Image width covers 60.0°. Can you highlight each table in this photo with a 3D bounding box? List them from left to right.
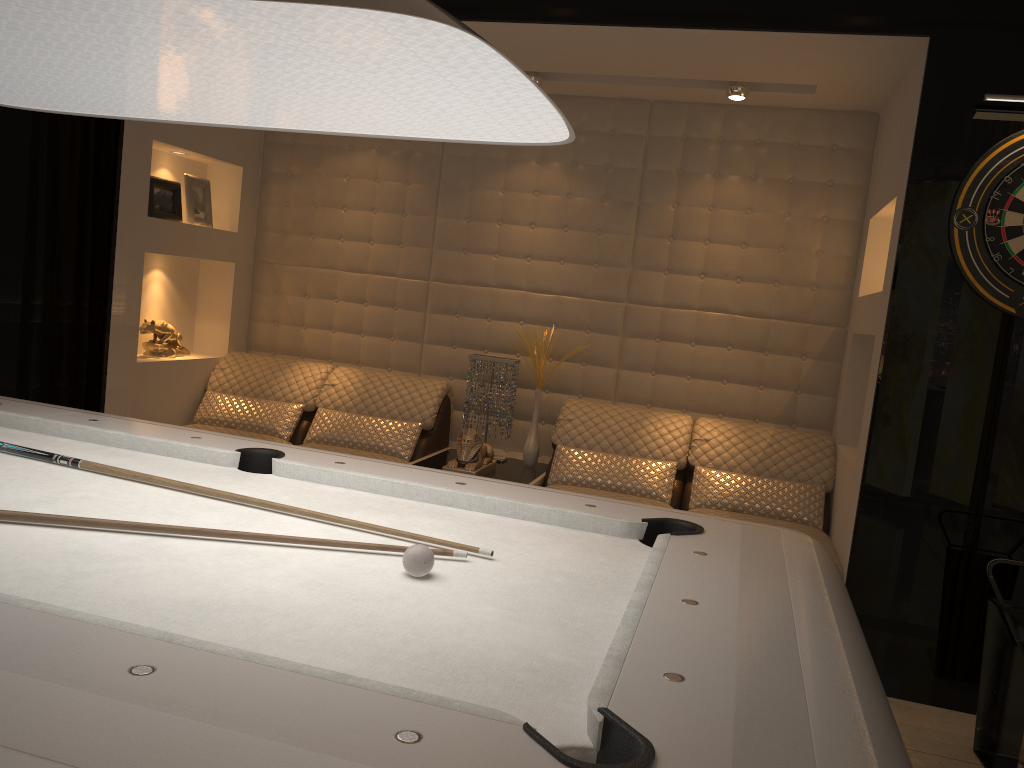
[{"bbox_3d":[-0.201,0.632,4.175,0.608,0.457,1.143,8,6,14],"label":"table"}]

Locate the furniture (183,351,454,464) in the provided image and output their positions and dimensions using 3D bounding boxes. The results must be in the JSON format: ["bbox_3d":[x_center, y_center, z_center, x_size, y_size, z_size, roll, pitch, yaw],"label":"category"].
[{"bbox_3d":[-1.094,0.327,4.398,1.312,0.810,1.107,8,6,14],"label":"furniture"}]

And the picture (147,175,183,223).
[{"bbox_3d":[-1.713,-0.899,4.333,0.090,0.209,0.264,8,6,14],"label":"picture"}]

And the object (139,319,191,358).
[{"bbox_3d":[-1.788,-0.232,4.593,0.124,0.202,0.409,8,6,18],"label":"object"}]

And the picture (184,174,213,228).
[{"bbox_3d":[-1.635,-0.943,4.603,0.094,0.262,0.211,8,6,14],"label":"picture"}]

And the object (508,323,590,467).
[{"bbox_3d":[0.156,0.067,4.367,0.390,0.718,0.388,7,6,6],"label":"object"}]

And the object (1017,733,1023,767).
[{"bbox_3d":[1.634,0.411,2.616,0.027,1.605,0.026,2,7,-37],"label":"object"}]

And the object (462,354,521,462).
[{"bbox_3d":[-0.117,0.116,4.496,0.247,0.522,0.124,8,6,14],"label":"object"}]

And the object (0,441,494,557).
[{"bbox_3d":[-0.787,0.216,1.976,1.605,0.026,0.028,8,6,19],"label":"object"}]

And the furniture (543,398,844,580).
[{"bbox_3d":[0.737,0.583,3.927,1.312,0.810,1.107,8,6,14],"label":"furniture"}]

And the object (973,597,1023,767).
[{"bbox_3d":[1.566,0.955,2.651,0.261,0.508,0.325,8,6,14],"label":"object"}]

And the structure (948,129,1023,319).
[{"bbox_3d":[1.827,-0.539,2.966,0.669,0.669,0.048,8,6,14],"label":"structure"}]

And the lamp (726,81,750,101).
[{"bbox_3d":[1.013,-1.336,3.966,0.107,0.127,0.107,6,6,-4],"label":"lamp"}]

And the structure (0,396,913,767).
[{"bbox_3d":[-0.828,0.610,1.761,2.912,0.812,1.659,8,6,14],"label":"structure"}]

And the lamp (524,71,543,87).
[{"bbox_3d":[0.095,-1.464,4.203,0.107,0.127,0.107,6,6,-4],"label":"lamp"}]

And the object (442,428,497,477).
[{"bbox_3d":[-0.184,0.303,4.086,0.155,0.217,0.344,8,6,14],"label":"object"}]

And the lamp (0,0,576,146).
[{"bbox_3d":[-0.634,-1.066,1.615,1.578,0.995,0.939,8,6,14],"label":"lamp"}]

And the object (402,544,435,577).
[{"bbox_3d":[-0.165,0.312,1.569,0.057,0.057,0.057,5,6,-16],"label":"object"}]

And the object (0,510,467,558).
[{"bbox_3d":[-0.879,0.241,1.605,1.605,0.026,0.028,6,6,-6],"label":"object"}]

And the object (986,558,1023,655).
[{"bbox_3d":[1.618,0.703,2.718,0.330,0.297,0.032,8,6,14],"label":"object"}]
